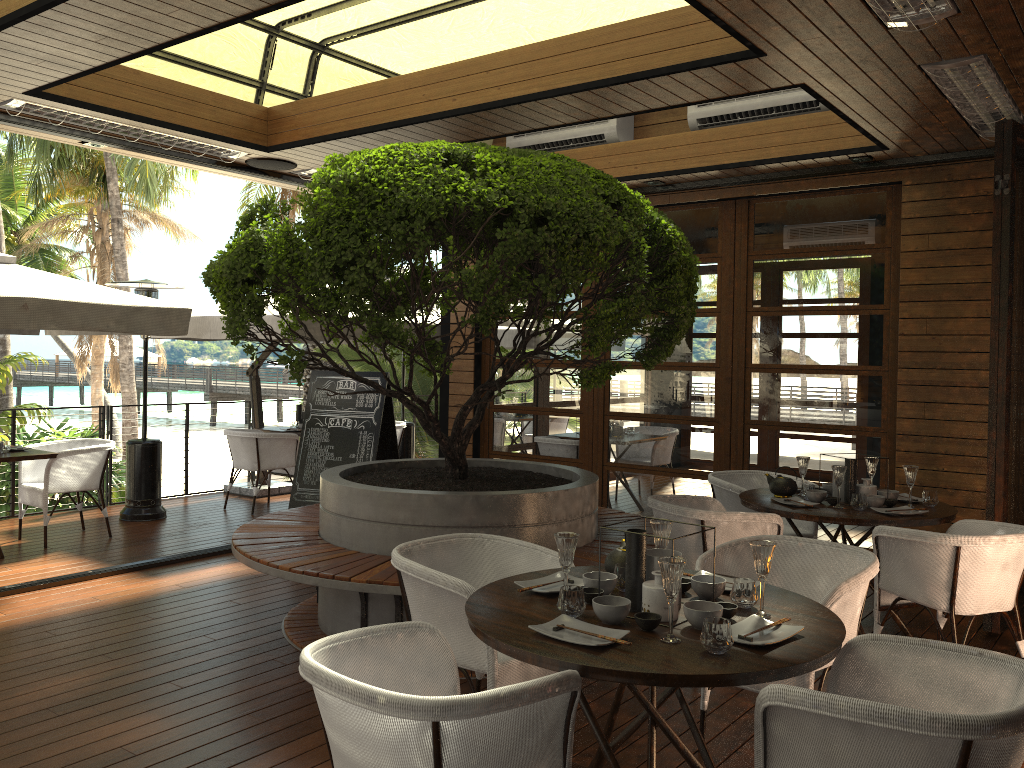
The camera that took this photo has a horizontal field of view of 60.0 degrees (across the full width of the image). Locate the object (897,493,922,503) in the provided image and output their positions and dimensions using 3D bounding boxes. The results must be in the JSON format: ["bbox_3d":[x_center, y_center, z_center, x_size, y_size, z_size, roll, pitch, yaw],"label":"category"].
[{"bbox_3d":[2.281,0.663,5.172,0.170,0.025,0.295,1,2,-13],"label":"object"}]

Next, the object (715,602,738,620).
[{"bbox_3d":[0.649,0.697,2.708,0.080,0.042,0.080,1,2,14],"label":"object"}]

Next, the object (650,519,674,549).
[{"bbox_3d":[0.518,0.588,3.082,0.082,0.227,0.082,1,1,30],"label":"object"}]

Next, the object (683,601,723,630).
[{"bbox_3d":[0.563,0.687,2.615,0.116,0.065,0.116,0,2,-40],"label":"object"}]

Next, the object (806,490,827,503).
[{"bbox_3d":[1.719,0.637,5.009,0.116,0.065,0.116,1,1,8],"label":"object"}]

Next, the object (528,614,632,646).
[{"bbox_3d":[0.209,0.704,2.489,0.295,0.025,0.170,3,2,41],"label":"object"}]

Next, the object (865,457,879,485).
[{"bbox_3d":[2.152,0.553,5.307,0.082,0.227,0.082,1,1,-12],"label":"object"}]

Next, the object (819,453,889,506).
[{"bbox_3d":[1.948,0.541,5.059,0.263,0.264,0.263,1,1,-18],"label":"object"}]

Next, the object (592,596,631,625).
[{"bbox_3d":[0.298,0.680,2.652,0.116,0.065,0.116,0,2,-28],"label":"object"}]

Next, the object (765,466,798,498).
[{"bbox_3d":[1.598,0.571,5.223,0.163,0.179,0.168,1,1,-15],"label":"object"}]

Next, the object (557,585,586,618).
[{"bbox_3d":[0.182,0.666,2.707,0.086,0.086,0.086,1,1,0],"label":"object"}]

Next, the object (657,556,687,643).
[{"bbox_3d":[0.447,0.604,2.486,0.082,0.227,0.082,2,1,42],"label":"object"}]

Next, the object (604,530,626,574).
[{"bbox_3d":[0.411,0.610,3.169,0.163,0.179,0.168,0,1,-42],"label":"object"}]

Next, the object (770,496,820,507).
[{"bbox_3d":[1.577,0.658,4.904,0.170,0.025,0.295,1,2,-13],"label":"object"}]

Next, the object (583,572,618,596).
[{"bbox_3d":[0.293,0.671,2.955,0.116,0.065,0.116,0,2,-40],"label":"object"}]

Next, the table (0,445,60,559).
[{"bbox_3d":[-4.073,0.888,6.614,0.932,0.749,0.931,2,2,37],"label":"table"}]

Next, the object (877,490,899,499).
[{"bbox_3d":[2.149,0.644,5.064,0.116,0.065,0.116,1,1,8],"label":"object"}]

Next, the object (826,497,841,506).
[{"bbox_3d":[1.786,0.653,4.926,0.080,0.042,0.080,1,2,16],"label":"object"}]

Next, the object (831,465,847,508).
[{"bbox_3d":[1.779,0.560,4.829,0.082,0.227,0.082,1,1,-12],"label":"object"}]

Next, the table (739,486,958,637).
[{"bbox_3d":[1.892,1.045,5.077,1.166,0.749,1.166,1,1,6],"label":"table"}]

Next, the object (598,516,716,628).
[{"bbox_3d":[0.456,0.581,2.786,0.263,0.264,0.263,2,2,41],"label":"object"}]

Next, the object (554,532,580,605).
[{"bbox_3d":[0.171,0.589,2.811,0.082,0.227,0.082,0,1,-43],"label":"object"}]

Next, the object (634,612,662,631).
[{"bbox_3d":[0.395,0.696,2.582,0.080,0.042,0.080,1,1,2],"label":"object"}]

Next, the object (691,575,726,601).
[{"bbox_3d":[0.651,0.679,2.940,0.116,0.065,0.116,0,2,-28],"label":"object"}]

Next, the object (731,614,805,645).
[{"bbox_3d":[0.723,0.711,2.558,0.294,0.025,0.170,-1,2,-44],"label":"object"}]

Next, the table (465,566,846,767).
[{"bbox_3d":[0.427,1.085,2.809,1.166,0.749,1.166,1,1,6],"label":"table"}]

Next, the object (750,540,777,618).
[{"bbox_3d":[0.774,0.603,2.739,0.082,0.227,0.082,0,1,-43],"label":"object"}]

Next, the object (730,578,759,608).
[{"bbox_3d":[0.746,0.672,2.845,0.086,0.086,0.086,1,1,0],"label":"object"}]

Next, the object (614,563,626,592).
[{"bbox_3d":[0.386,0.660,3.021,0.086,0.086,0.086,1,1,5],"label":"object"}]

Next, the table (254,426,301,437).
[{"bbox_3d":[-2.042,0.846,9.324,0.932,0.749,0.931,2,2,37],"label":"table"}]

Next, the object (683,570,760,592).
[{"bbox_3d":[0.709,0.695,3.114,0.295,0.025,0.170,3,2,41],"label":"object"}]

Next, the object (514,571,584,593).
[{"bbox_3d":[0.130,0.686,3.022,0.294,0.025,0.170,-1,2,-44],"label":"object"}]

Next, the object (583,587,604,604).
[{"bbox_3d":[0.256,0.685,2.854,0.080,0.042,0.080,1,2,14],"label":"object"}]

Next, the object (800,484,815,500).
[{"bbox_3d":[1.711,0.623,5.123,0.086,0.086,0.086,2,1,37],"label":"object"}]

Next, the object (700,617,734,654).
[{"bbox_3d":[0.554,0.682,2.398,0.086,0.086,0.086,1,1,5],"label":"object"}]
